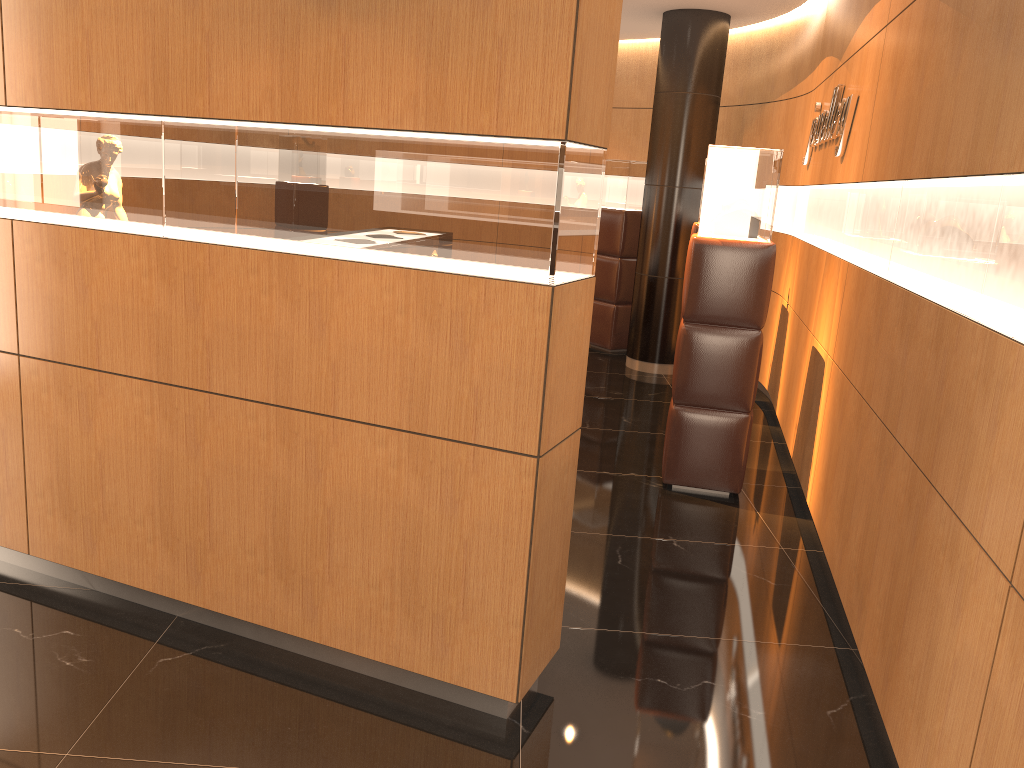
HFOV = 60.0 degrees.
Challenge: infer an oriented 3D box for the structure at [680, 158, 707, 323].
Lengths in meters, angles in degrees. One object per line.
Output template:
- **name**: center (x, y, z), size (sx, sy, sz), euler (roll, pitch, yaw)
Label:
- **structure**: center (1.661, -0.794, 7.242), size (0.498, 2.000, 0.484), euler (7, 13, 10)

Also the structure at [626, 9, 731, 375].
- **structure**: center (1.571, -1.828, 8.487), size (0.613, 3.430, 0.613), euler (8, 14, 14)

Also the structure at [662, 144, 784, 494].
- **structure**: center (1.242, -0.378, 5.245), size (0.498, 1.968, 0.484), euler (7, 13, 10)

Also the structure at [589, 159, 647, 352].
- **structure**: center (1.175, -1.363, 9.517), size (0.484, 2.000, 0.498), euler (-5, 16, -34)

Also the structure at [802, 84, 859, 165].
- **structure**: center (2.074, -1.695, 5.845), size (0.034, 0.442, 2.050), euler (7, 13, 10)
